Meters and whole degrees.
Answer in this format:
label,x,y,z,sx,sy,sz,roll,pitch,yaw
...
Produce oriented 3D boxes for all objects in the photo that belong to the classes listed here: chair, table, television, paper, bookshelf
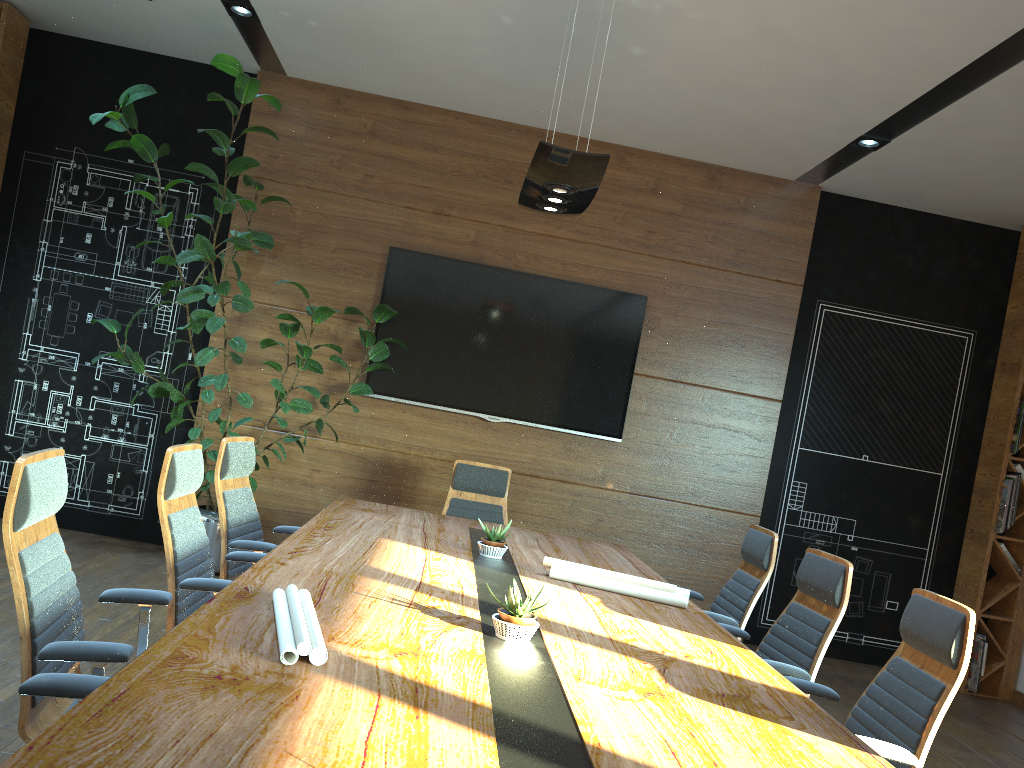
label,x,y,z,sx,sy,sz,roll,pitch,yaw
chair,-0.248,1.089,5.710,0.707,1.128,0.695,10,0,-8
chair,-1.159,0.872,4.413,0.695,1.128,0.707,10,0,4
table,-0.066,1.171,2.725,1.786,0.797,5.541,10,-2,-3
chair,-1.094,0.851,3.551,0.696,1.128,0.706,10,0,-3
chair,-0.987,0.803,1.770,0.696,1.128,0.706,10,0,-3
chair,0.998,1.247,3.875,0.697,1.128,0.705,10,0,-8
television,-0.044,-0.285,6.863,2.031,1.181,0.075,10,0,-4
chair,-1.155,0.805,2.625,0.697,1.128,0.705,10,0,-12
paper,-0.086,0.736,3.122,0.626,0.083,2.251,9,-3,37
chair,1.074,1.229,3.041,0.696,1.128,0.706,10,0,-1
chair,0.945,1.270,4.732,0.696,1.128,0.706,10,0,-4
bookshelf,-0.062,-0.151,6.669,8.632,3.692,0.319,10,0,-4

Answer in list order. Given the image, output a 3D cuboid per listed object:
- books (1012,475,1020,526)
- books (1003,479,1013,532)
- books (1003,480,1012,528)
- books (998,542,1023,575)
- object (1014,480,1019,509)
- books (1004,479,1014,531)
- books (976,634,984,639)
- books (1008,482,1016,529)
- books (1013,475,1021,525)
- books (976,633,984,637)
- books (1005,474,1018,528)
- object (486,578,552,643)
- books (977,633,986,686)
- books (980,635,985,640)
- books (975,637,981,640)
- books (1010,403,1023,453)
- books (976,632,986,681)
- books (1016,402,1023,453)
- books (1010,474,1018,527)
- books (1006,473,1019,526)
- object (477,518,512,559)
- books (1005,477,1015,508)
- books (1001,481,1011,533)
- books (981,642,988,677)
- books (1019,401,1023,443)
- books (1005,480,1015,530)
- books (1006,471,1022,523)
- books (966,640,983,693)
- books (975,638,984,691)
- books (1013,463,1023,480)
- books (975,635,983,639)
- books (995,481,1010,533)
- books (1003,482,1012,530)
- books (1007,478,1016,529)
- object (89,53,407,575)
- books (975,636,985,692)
label,x,y,z,sx,sy,sz,roll,pitch,yaw
books,-0.116,0.157,6.638,8.028,0.388,0.390,11,-1,-4
books,-0.126,0.209,6.645,7.911,0.399,0.397,11,-1,-4
books,-0.127,0.215,6.643,7.894,0.399,0.397,11,-1,-4
books,-0.197,0.602,6.633,8.428,0.220,0.233,11,-1,-4
object,-0.117,0.160,6.640,8.019,0.389,0.392,11,-1,-4
books,-0.126,0.206,6.642,7.920,0.396,0.397,11,-1,-4
books,-0.344,1.401,6.644,7.943,0.399,0.397,11,-1,-4
books,-0.122,0.188,6.639,7.972,0.383,0.400,11,-1,-4
books,-0.116,0.156,6.635,8.036,0.381,0.396,11,-1,-4
books,-0.343,1.393,6.655,7.976,0.385,0.385,11,-1,-4
books,-0.119,0.172,6.633,7.981,0.403,0.391,11,-1,-4
object,0.018,0.690,2.730,0.152,0.188,0.178,10,-1,36
books,-0.342,1.390,6.650,7.985,0.381,0.389,11,-1,-4
books,-0.344,1.400,6.644,7.952,0.396,0.397,11,-1,-4
books,-0.347,1.415,6.651,7.926,0.383,0.400,11,-1,-4
books,-0.019,-0.377,6.641,7.874,0.390,0.397,11,-1,-4
books,-0.341,1.386,6.650,7.993,0.385,0.383,11,-1,-4
books,-0.017,-0.385,6.634,7.887,0.396,0.397,11,-1,-4
books,-0.118,0.166,6.635,8.003,0.397,0.387,11,-1,-4
books,-0.116,0.158,6.632,8.011,0.401,0.386,11,-1,-4
object,-0.087,0.727,4.216,0.153,0.188,0.177,11,-1,-15
books,-0.123,0.190,6.644,7.956,0.397,0.398,11,-1,-4
books,-0.128,0.222,6.637,7.883,0.396,0.397,11,-1,-4
books,-0.350,1.370,6.617,8.145,0.296,0.187,11,0,-4
books,-0.017,-0.388,6.639,7.896,0.394,0.397,11,-1,-4
books,-0.124,0.199,6.638,7.947,0.383,0.400,11,-1,-4
books,-0.114,0.144,6.634,8.045,0.398,0.391,11,-1,-4
books,-0.348,1.432,6.619,7.901,0.383,0.400,11,-1,-4
books,-0.347,1.424,6.621,7.907,0.390,0.398,11,-1,-4
books,-0.083,-0.017,6.613,8.426,0.208,0.175,11,-1,-4
books,-0.345,1.408,6.647,7.935,0.396,0.397,11,-1,-4
books,-0.129,0.226,6.644,7.874,0.399,0.397,11,-1,-4
books,-0.127,0.215,6.645,7.903,0.396,0.397,11,-1,-4
books,-0.122,0.188,6.637,7.964,0.390,0.398,11,-1,-4
object,-2.008,-0.354,6.330,1.674,3.368,2.045,10,0,38
books,-0.345,1.416,6.615,7.915,0.397,0.398,11,-1,-4
